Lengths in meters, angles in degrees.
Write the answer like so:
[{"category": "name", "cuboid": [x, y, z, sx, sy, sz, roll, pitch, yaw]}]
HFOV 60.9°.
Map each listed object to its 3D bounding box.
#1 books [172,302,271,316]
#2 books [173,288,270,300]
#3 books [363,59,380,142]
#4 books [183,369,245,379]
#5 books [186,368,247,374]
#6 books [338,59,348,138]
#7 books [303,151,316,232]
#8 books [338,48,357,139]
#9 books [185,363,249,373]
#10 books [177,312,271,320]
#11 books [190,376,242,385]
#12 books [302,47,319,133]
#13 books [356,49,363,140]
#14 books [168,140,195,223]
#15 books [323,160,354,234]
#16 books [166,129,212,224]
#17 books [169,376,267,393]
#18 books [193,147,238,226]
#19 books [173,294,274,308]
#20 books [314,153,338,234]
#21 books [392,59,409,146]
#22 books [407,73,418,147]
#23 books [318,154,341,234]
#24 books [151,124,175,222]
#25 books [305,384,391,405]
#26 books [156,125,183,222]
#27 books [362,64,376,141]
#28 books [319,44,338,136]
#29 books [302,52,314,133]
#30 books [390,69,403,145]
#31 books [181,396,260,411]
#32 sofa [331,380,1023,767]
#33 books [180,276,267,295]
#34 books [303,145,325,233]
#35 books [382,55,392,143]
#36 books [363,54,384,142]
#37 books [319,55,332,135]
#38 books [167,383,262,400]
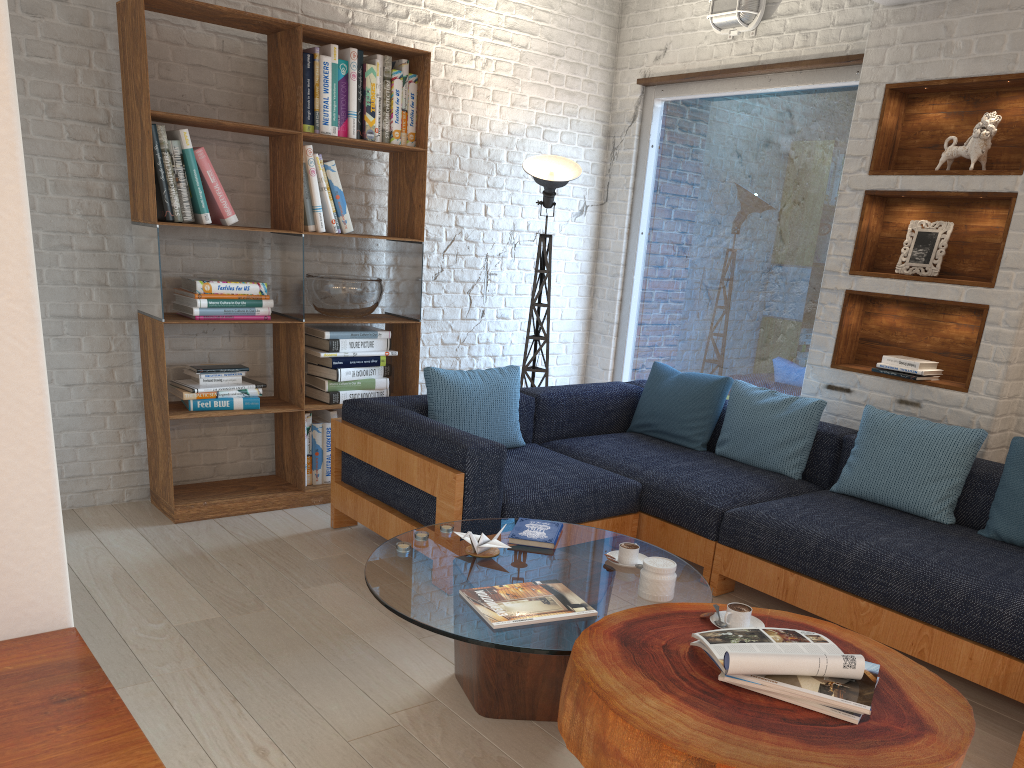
[{"category": "books", "cuboid": [-1.368, -0.355, 4.107, 0.374, 0.038, 0.237, -5, 14, -42]}, {"category": "books", "cuboid": [-1.364, -0.423, 4.100, 0.351, 0.022, 0.263, -4, 13, -39]}, {"category": "books", "cuboid": [-0.720, -1.361, 4.225, 0.020, 0.376, 0.262, -11, 22, -38]}, {"category": "books", "cuboid": [-1.438, -0.056, 4.211, 0.232, 0.020, 0.166, -5, 14, -44]}, {"category": "books", "cuboid": [-1.428, -0.068, 4.205, 0.240, 0.009, 0.151, -3, 13, -38]}, {"category": "books", "cuboid": [-0.861, -1.342, 4.136, 0.055, 0.345, 0.245, -11, 22, -38]}, {"category": "books", "cuboid": [-1.037, -0.935, 4.165, 0.100, 0.402, 0.235, -10, 22, -37]}, {"category": "books", "cuboid": [-0.810, -1.368, 4.140, 0.036, 0.402, 0.235, -11, 22, -38]}, {"category": "books", "cuboid": [-1.417, -0.079, 4.193, 0.249, 0.018, 0.157, -3, 13, -38]}, {"category": "books", "cuboid": [-1.367, -0.328, 4.126, 0.352, 0.022, 0.263, -3, 13, -38]}, {"category": "books", "cuboid": [-1.432, -0.029, 4.218, 0.203, 0.035, 0.128, -3, 13, -38]}, {"category": "books", "cuboid": [-0.964, -1.350, 4.052, 0.020, 0.376, 0.262, -11, 22, -38]}, {"category": "books", "cuboid": [-0.787, -1.371, 4.170, 0.036, 0.402, 0.235, -11, 22, -38]}, {"category": "books", "cuboid": [-1.499, -0.891, 3.842, 0.101, 0.350, 0.245, -10, 21, -38]}, {"category": "books", "cuboid": [-0.901, -0.912, 4.256, 0.156, 0.345, 0.245, -9, 21, -37]}, {"category": "books", "cuboid": [-1.434, -0.911, 3.845, 0.119, 0.400, 0.235, -10, 22, -37]}, {"category": "books", "cuboid": [-1.418, 0.001, 4.211, 0.373, 0.019, 0.237, -5, 14, -45]}, {"category": "books", "cuboid": [-1.378, -0.888, 3.927, 0.192, 0.334, 0.245, -9, 20, -37]}, {"category": "books", "cuboid": [-1.352, -0.391, 4.096, 0.374, 0.038, 0.237, -5, 14, -44]}, {"category": "books", "cuboid": [-0.958, -0.919, 4.215, 0.123, 0.365, 0.262, -10, 21, -37]}, {"category": "books", "cuboid": [-0.593, -1.381, 4.316, 0.036, 0.402, 0.235, -11, 22, -38]}, {"category": "books", "cuboid": [-0.566, -1.359, 4.366, 0.055, 0.345, 0.245, -11, 22, -38]}, {"category": "books", "cuboid": [-0.947, -0.922, 4.235, 0.123, 0.365, 0.262, -10, 21, -37]}, {"category": "books", "cuboid": [-1.551, -0.907, 3.762, 0.090, 0.403, 0.235, -10, 22, -38]}, {"category": "books", "cuboid": [-0.872, 0.043, 4.639, 0.374, 0.068, 0.237, -5, 14, -43]}, {"category": "books", "cuboid": [-1.526, -0.911, 3.789, 0.090, 0.403, 0.235, -10, 22, -38]}, {"category": "books", "cuboid": [-0.743, -1.343, 4.196, 0.055, 0.345, 0.245, -11, 22, -38]}, {"category": "books", "cuboid": [-0.888, -1.365, 4.089, 0.036, 0.402, 0.235, -11, 22, -38]}, {"category": "books", "cuboid": [-0.997, -1.335, 4.035, 0.055, 0.345, 0.245, -11, 22, -38]}, {"category": "books", "cuboid": [-0.629, -1.351, 4.292, 0.055, 0.345, 0.245, -11, 22, -38]}, {"category": "books", "cuboid": [-1.420, 0.074, 4.240, 0.325, 0.058, 0.244, -1, 12, -28]}, {"category": "sofa", "cuboid": [1.170, 0.664, 3.284, 2.055, 0.693, 3.817, -4, 13, -39]}, {"category": "books", "cuboid": [-1.353, -0.461, 4.090, 0.323, 0.058, 0.246, -3, 13, -35]}, {"category": "books", "cuboid": [-0.993, -0.932, 4.171, 0.102, 0.402, 0.235, -10, 22, -37]}, {"category": "books", "cuboid": [-0.667, -1.377, 4.260, 0.036, 0.402, 0.235, -11, 22, -38]}, {"category": "books", "cuboid": [-0.705, -1.378, 4.248, 0.036, 0.402, 0.235, -11, 22, -38]}, {"category": "books", "cuboid": [-0.924, -1.335, 4.067, 0.055, 0.345, 0.245, -11, 22, -38]}, {"category": "books", "cuboid": [-1.439, 0.027, 4.218, 0.375, 0.038, 0.236, -3, 13, -38]}]
